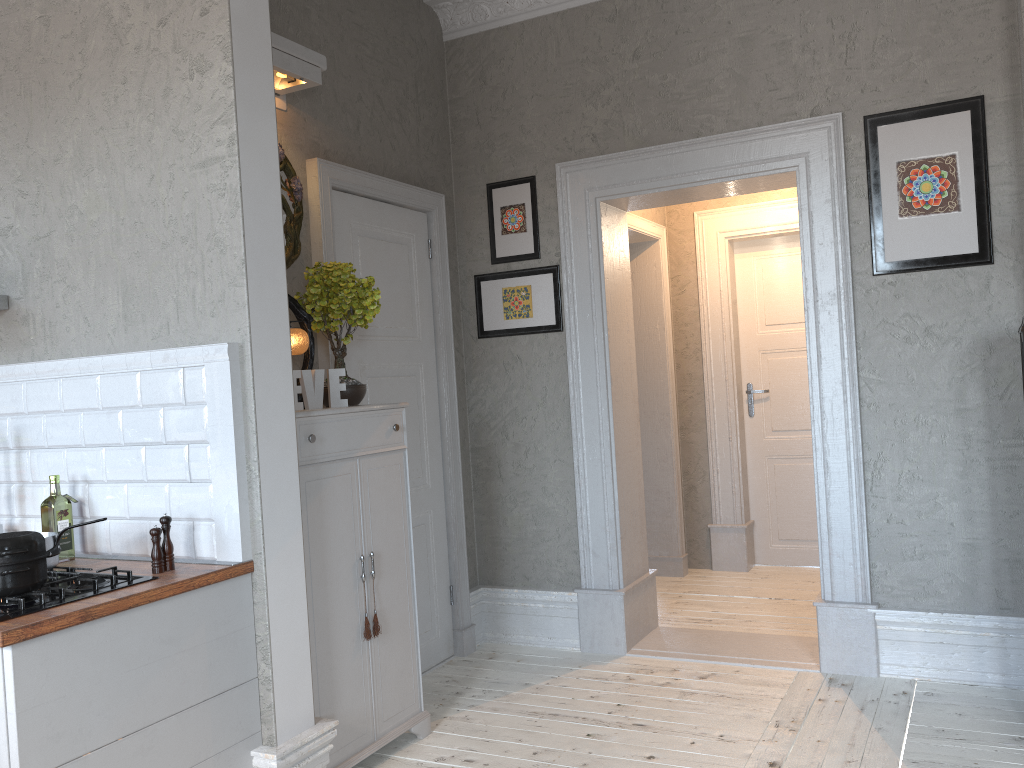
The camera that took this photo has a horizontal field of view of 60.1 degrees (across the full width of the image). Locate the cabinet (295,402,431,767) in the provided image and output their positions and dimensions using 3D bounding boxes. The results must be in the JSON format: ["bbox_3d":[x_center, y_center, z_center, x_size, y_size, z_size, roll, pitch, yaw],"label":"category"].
[{"bbox_3d":[-0.670,0.737,3.227,0.377,1.297,0.678,-3,0,28],"label":"cabinet"}]

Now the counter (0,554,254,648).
[{"bbox_3d":[-3.023,0.693,2.015,3.331,0.039,3.216,-3,0,27],"label":"counter"}]

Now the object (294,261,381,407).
[{"bbox_3d":[-0.656,-0.191,3.394,0.303,0.553,0.334,-4,0,-29],"label":"object"}]

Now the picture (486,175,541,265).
[{"bbox_3d":[0.006,-0.826,4.484,0.277,0.416,0.012,-3,0,26],"label":"picture"}]

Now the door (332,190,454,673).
[{"bbox_3d":[-0.521,0.259,4.041,0.078,2.183,0.764,-3,0,28],"label":"door"}]

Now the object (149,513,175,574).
[{"bbox_3d":[-1.028,0.466,2.599,0.035,0.167,0.074,-3,0,28],"label":"object"}]

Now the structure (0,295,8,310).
[{"bbox_3d":[-2.325,-1.030,2.988,0.699,1.596,0.725,-3,0,27],"label":"structure"}]

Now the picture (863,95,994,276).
[{"bbox_3d":[1.705,-0.805,3.640,0.451,0.677,0.020,-3,0,26],"label":"picture"}]

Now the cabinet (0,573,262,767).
[{"bbox_3d":[-2.911,1.096,2.488,4.248,0.854,1.963,-4,0,-17],"label":"cabinet"}]

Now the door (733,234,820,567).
[{"bbox_3d":[1.910,0.109,5.817,0.790,2.192,0.081,-3,0,26],"label":"door"}]

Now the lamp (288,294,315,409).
[{"bbox_3d":[-0.851,-0.064,3.178,0.168,0.558,0.458,-3,0,35],"label":"lamp"}]

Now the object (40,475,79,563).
[{"bbox_3d":[-1.468,0.437,2.888,0.080,0.282,0.091,-3,0,28],"label":"object"}]

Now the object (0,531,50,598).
[{"bbox_3d":[-1.293,0.462,2.275,0.192,0.147,0.191,-4,0,7],"label":"object"}]

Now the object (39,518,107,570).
[{"bbox_3d":[-1.365,0.473,2.617,0.309,0.134,0.171,-4,0,-29],"label":"object"}]

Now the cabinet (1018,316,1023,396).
[{"bbox_3d":[2.073,0.482,2.975,0.607,1.471,0.354,-3,0,27],"label":"cabinet"}]

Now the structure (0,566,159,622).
[{"bbox_3d":[-1.376,0.556,2.406,0.595,0.031,0.505,-3,0,27],"label":"structure"}]

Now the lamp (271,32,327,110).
[{"bbox_3d":[-0.909,-1.171,3.292,0.216,0.171,0.423,-3,0,28],"label":"lamp"}]

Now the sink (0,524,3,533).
[{"bbox_3d":[-1.882,0.494,2.816,0.477,0.720,0.537,-3,0,27],"label":"sink"}]

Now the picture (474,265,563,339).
[{"bbox_3d":[0.029,-0.412,4.487,0.481,0.331,0.014,-3,0,26],"label":"picture"}]

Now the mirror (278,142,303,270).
[{"bbox_3d":[-0.952,-0.688,3.328,0.070,0.593,0.542,-3,0,28],"label":"mirror"}]
